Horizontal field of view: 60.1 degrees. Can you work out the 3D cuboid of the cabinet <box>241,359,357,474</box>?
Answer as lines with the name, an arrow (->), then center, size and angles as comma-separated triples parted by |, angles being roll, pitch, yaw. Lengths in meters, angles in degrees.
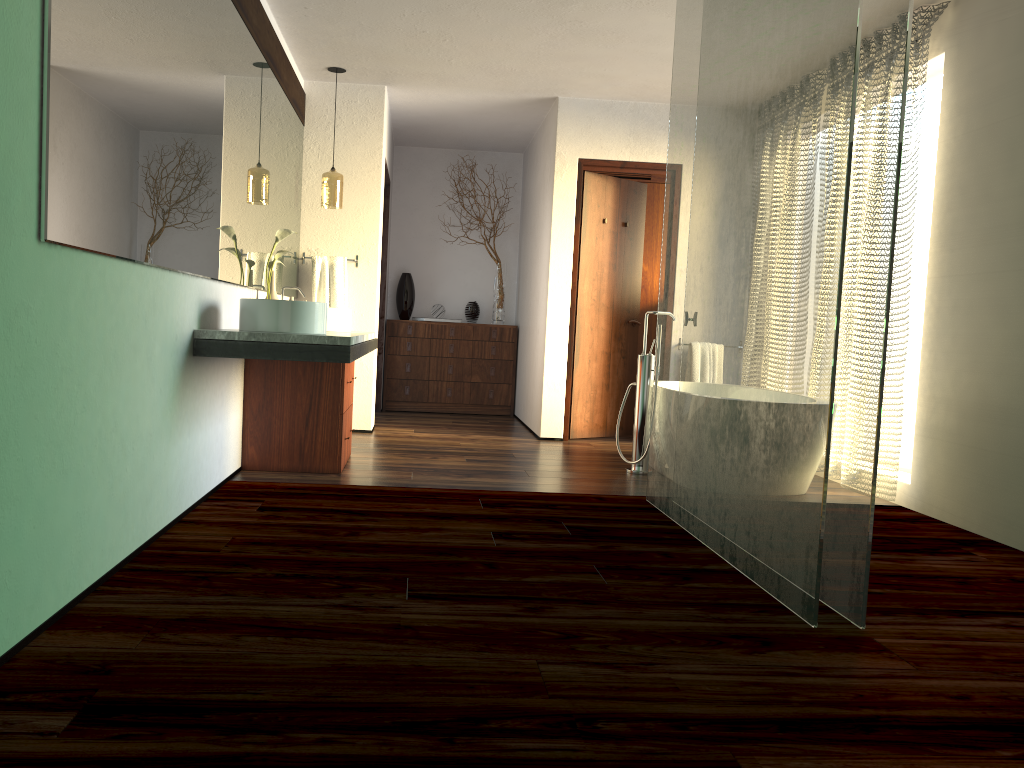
cabinet -> -1.100, 0.116, 4.689 | 0.510, 0.600, 0.661 | 3, 4, -5

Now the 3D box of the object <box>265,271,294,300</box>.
object -> -1.194, -0.432, 4.585 | 0.244, 0.305, 0.118 | 4, 4, 22

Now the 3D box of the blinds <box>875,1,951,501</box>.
blinds -> 1.757, -0.657, 5.122 | 0.180, 2.337, 2.134 | 3, 4, -6

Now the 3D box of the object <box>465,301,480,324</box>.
object -> -0.354, -0.641, 7.903 | 0.142, 0.200, 0.135 | 6, 5, 39

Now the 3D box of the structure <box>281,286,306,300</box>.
structure -> -1.249, -0.429, 4.982 | 0.164, 0.242, 0.066 | 3, 4, 0

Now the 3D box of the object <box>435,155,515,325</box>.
object -> -0.357, -1.260, 7.753 | 0.845, 1.450, 0.713 | 6, 5, 38

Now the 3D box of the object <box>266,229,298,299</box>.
object -> -1.212, -0.528, 4.499 | 0.184, 0.504, 0.248 | 1, 4, -27

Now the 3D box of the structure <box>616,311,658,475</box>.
structure -> 0.720, 0.042, 4.925 | 0.283, 0.897, 0.239 | 5, 4, 35

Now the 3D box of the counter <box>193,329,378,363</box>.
counter -> -1.024, -0.215, 4.471 | 0.585, 0.101, 2.267 | 2, 3, -6

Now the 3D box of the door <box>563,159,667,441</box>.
door -> 0.741, -0.570, 6.375 | 0.728, 1.947, 0.466 | 3, 4, -4

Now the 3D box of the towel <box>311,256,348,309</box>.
towel -> -1.225, -0.537, 5.920 | 0.261, 0.636, 0.159 | 4, 4, 14

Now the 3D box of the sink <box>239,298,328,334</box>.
sink -> -0.949, -0.280, 3.677 | 0.357, 0.131, 0.358 | 3, 3, -2

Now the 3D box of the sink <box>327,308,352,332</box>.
sink -> -1.091, -0.368, 5.023 | 0.350, 0.131, 0.364 | 1, 4, -27

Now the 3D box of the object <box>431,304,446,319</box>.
object -> -0.657, -0.647, 7.887 | 0.130, 0.131, 0.132 | 2, 4, -9

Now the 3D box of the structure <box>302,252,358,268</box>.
structure -> -1.226, -0.839, 5.962 | 0.368, 0.088, 0.102 | 3, 4, -4

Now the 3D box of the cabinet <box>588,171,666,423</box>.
cabinet -> 0.992, -0.846, 7.665 | 1.478, 2.364, 0.360 | 3, 4, -4

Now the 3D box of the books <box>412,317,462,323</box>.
books -> -0.614, -0.567, 7.901 | 0.487, 0.034, 0.252 | 1, 4, -29

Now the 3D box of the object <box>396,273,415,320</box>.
object -> -0.945, -0.775, 7.862 | 0.171, 0.417, 0.169 | 3, 4, 8

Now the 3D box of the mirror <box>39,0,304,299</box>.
mirror -> -1.219, -1.021, 3.945 | 0.017, 1.152, 4.094 | 3, 3, -6

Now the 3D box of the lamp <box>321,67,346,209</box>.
lamp -> -1.136, -1.564, 5.659 | 0.142, 0.867, 0.135 | 6, 5, 38

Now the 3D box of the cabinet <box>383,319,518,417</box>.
cabinet -> -0.557, -0.147, 7.882 | 1.135, 0.800, 0.404 | 3, 4, -4
